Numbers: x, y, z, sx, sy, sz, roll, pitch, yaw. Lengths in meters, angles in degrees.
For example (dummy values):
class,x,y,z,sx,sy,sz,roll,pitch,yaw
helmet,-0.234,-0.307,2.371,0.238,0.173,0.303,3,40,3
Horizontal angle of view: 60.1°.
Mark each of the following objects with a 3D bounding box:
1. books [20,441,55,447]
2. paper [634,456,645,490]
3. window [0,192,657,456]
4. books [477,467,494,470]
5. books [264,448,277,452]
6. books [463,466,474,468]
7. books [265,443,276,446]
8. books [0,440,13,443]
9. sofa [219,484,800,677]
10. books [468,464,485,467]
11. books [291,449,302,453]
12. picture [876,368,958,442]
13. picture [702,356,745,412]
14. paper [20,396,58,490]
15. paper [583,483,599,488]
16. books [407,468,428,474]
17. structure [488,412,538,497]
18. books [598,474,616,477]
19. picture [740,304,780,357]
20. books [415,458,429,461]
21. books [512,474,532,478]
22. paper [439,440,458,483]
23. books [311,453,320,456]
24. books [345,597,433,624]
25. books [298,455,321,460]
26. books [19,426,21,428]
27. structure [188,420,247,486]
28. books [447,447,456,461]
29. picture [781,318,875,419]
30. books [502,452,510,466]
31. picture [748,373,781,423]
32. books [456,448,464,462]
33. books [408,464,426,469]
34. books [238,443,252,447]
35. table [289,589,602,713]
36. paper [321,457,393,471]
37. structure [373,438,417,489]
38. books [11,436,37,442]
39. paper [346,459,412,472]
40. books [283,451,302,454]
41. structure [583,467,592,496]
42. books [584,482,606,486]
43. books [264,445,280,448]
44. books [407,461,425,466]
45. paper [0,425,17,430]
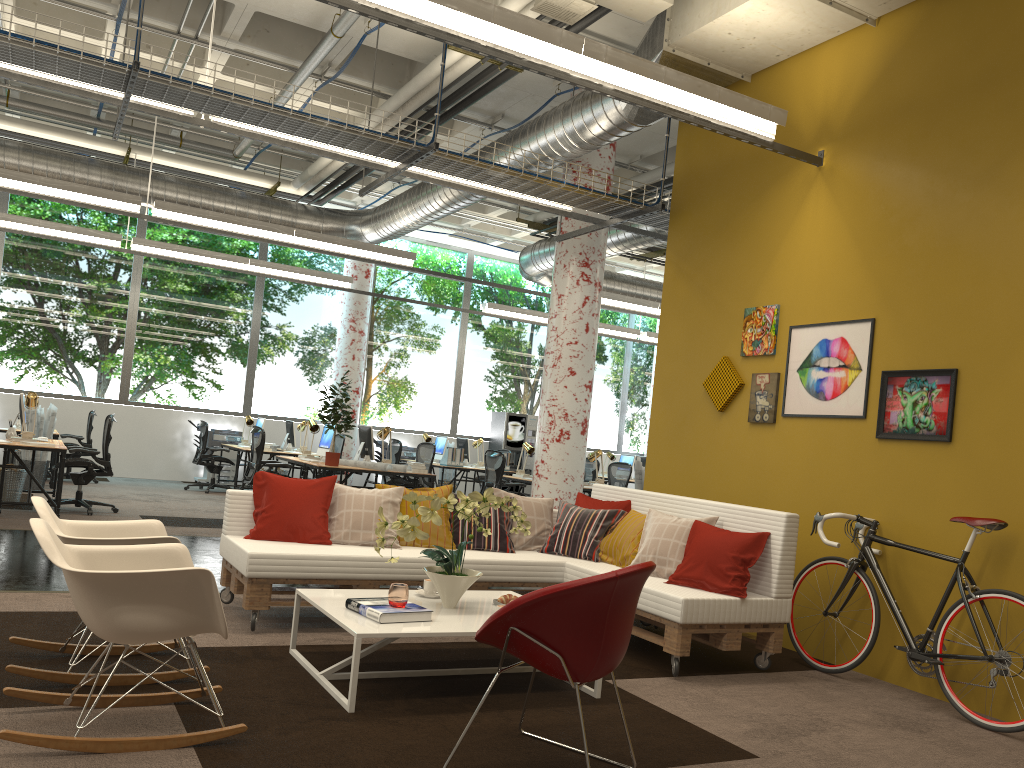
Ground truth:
class,x,y,z,sx,sy,sz,roll,pitch,yaw
books,-4.517,0.571,8.429,0.200,0.024,0.236,3,-5,35
paper,1.734,1.526,11.291,0.439,1.197,0.413,5,-2,40
window,-1.882,-0.919,17.155,26.267,3.760,0.050,8,-2,-28
books,-0.445,1.425,14.945,0.200,0.024,0.236,3,-5,35
books,-3.642,0.974,13.200,0.200,0.050,0.272,6,-4,-1
books,-0.767,1.388,14.819,0.243,0.019,0.206,2,-5,39
books,-3.626,0.898,13.217,0.153,0.030,0.185,6,-4,0
books,-4.840,0.533,8.303,0.243,0.019,0.206,2,-5,39
sofa,-0.092,1.057,5.317,2.862,0.930,2.016,8,-4,-28
books,-0.612,1.436,15.471,0.226,0.038,0.308,8,-4,-28
books,-3.349,1.063,13.993,0.226,0.038,0.308,8,-4,-28
picture,2.390,0.125,5.232,0.042,0.418,0.502,6,-3,-28
picture,1.596,0.000,6.692,0.048,0.424,0.424,6,-2,-28
paper,-6.074,0.751,11.283,0.439,1.197,0.413,5,-2,40
paper,1.003,1.322,11.547,0.627,0.061,0.567,8,-5,-31
books,-1.120,0.998,10.233,0.201,0.050,0.271,8,-4,-31
structure,-0.016,1.502,17.855,0.752,1.808,0.637,6,-1,-28
books,1.911,1.847,17.798,0.226,0.038,0.308,8,-4,-28
picture,1.796,-0.383,6.417,0.027,0.355,0.331,6,-2,-28
books,-1.581,1.371,15.913,0.226,0.038,0.308,8,-4,-28
books,0.175,1.319,12.652,0.226,0.038,0.308,8,-4,-28
paper,-1.225,1.612,16.778,0.439,1.197,0.413,5,-2,40
books,-2.989,1.078,13.571,0.200,0.024,0.236,3,-5,35
books,-0.574,1.052,4.123,0.280,0.048,0.333,9,-5,-37
books,-2.536,0.922,11.111,0.226,0.038,0.308,8,-4,-28
books,-6.665,0.610,12.203,0.226,0.038,0.308,8,-4,-28
structure,-5.030,1.196,15.162,1.060,1.056,0.502,7,-2,-28
books,-1.012,1.199,14.593,0.068,0.310,0.233,6,-2,-28
picture,2.074,-0.093,5.851,0.018,0.632,0.705,6,-3,-28
books,-0.126,1.320,15.072,0.068,0.310,0.233,6,-2,-28
picture,1.796,0.100,6.318,0.027,0.355,0.252,6,-2,-28
books,-0.883,1.216,14.663,0.068,0.310,0.233,6,-2,-28
books,-1.102,0.954,10.258,0.193,0.044,0.257,6,-4,-11
books,-4.318,0.997,14.435,0.226,0.038,0.308,8,-4,-28
table,-0.341,1.283,4.410,1.266,0.330,0.984,8,-4,-28
paper,-1.796,0.904,10.101,1.132,0.082,0.083,3,-4,37
structure,-2.194,1.584,16.696,1.060,1.056,0.502,7,-2,-28
books,-4.877,0.556,8.852,0.226,0.038,0.308,8,-4,-28
paper,-1.649,0.924,10.179,1.132,0.082,0.083,4,-3,26
books,-3.311,1.040,13.445,0.243,0.019,0.206,2,-5,39
structure,1.298,2.060,18.581,1.060,1.056,0.502,7,-2,-28
books,1.143,1.385,12.211,0.226,0.038,0.308,8,-4,-28
books,-3.614,0.931,13.215,0.192,0.044,0.258,4,-4,19
books,-1.113,0.921,10.252,0.153,0.030,0.185,8,-4,-30
paper,-6.805,0.547,11.540,0.627,0.061,0.567,8,-5,-31
